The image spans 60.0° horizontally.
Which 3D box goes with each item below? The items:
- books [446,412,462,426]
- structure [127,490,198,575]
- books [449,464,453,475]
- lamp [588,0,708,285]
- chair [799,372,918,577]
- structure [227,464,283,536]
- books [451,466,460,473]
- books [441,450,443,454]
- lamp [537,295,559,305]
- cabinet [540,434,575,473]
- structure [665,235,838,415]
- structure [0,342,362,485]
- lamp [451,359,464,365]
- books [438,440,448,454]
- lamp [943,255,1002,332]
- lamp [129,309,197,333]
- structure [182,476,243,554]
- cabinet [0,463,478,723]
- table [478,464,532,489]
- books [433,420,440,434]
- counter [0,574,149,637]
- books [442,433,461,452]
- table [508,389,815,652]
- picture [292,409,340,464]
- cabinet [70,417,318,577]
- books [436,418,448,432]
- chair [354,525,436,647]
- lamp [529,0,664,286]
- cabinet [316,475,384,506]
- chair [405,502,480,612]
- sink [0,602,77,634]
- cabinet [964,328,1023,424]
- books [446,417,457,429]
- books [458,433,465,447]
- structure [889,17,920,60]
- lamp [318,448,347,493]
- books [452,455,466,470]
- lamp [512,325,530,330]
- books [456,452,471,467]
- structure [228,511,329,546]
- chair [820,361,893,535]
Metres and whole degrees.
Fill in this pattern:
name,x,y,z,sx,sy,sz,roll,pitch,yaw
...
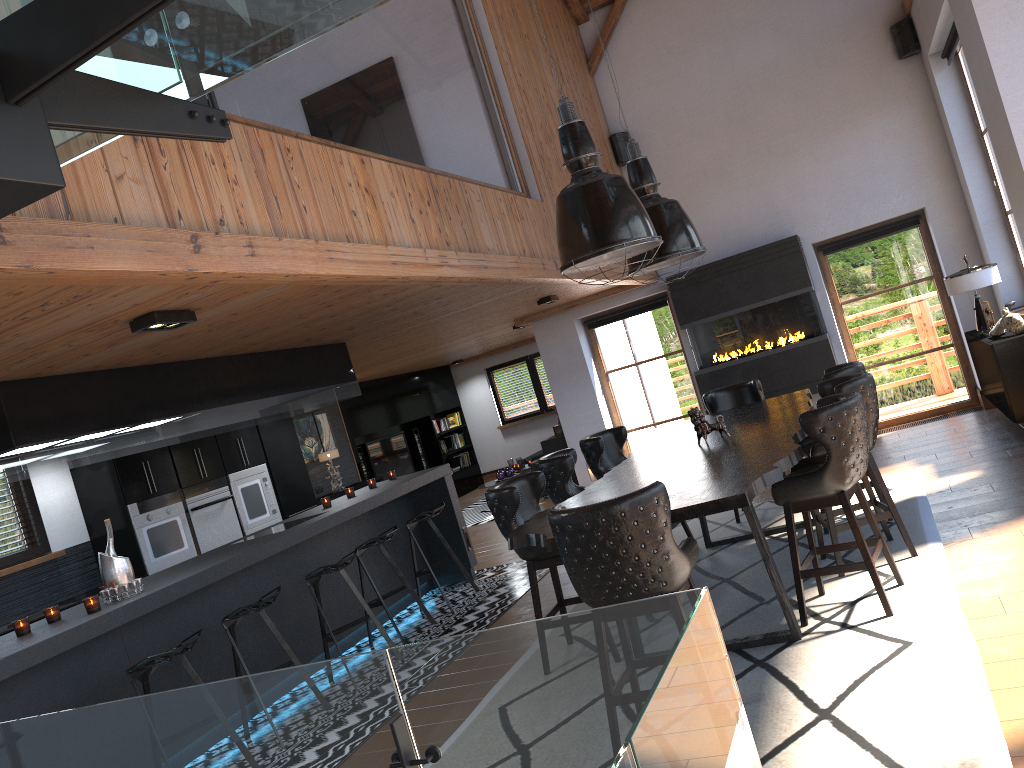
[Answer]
name,x,y,z,sx,sy,sz,roll,pitch,yaw
books,-1.098,0.687,16.865,0.210,0.261,0.212,-17,0,22
structure,-3.240,1.375,7.956,0.378,0.673,0.605,-17,0,22
books,-1.243,1.585,15.990,0.256,0.188,0.306,-17,0,28
lamp,0.528,-3.011,6.648,0.627,4.685,0.615,-16,-1,-23
chair,2.032,0.523,5.335,0.567,1.092,0.505,-17,-1,6
structure,-2.620,1.195,9.100,0.039,0.671,0.599,-17,0,22
books,-1.103,1.603,16.325,0.207,0.073,0.268,-17,0,25
books,-1.398,1.181,15.927,0.208,0.270,0.239,-17,0,21
lamp,0.362,-0.850,8.949,0.154,0.068,0.263,-17,0,22
cabinet,0.746,0.842,11.332,0.354,0.468,0.964,-17,0,22
structure,2.632,-0.592,9.654,1.431,1.649,0.437,-17,-1,21
structure,-2.245,0.130,6.090,0.704,0.476,3.280,-17,0,22
lamp,-1.012,-0.406,16.337,0.154,0.068,0.263,-17,0,22
books,-1.321,1.155,16.126,0.208,0.270,0.239,-17,0,21
lamp,4.341,-0.856,8.292,0.464,0.725,0.475,-17,-1,31
lamp,-1.576,-0.291,4.007,0.154,0.068,0.263,-17,0,22
structure,-2.840,1.258,8.511,0.089,0.673,0.599,-17,0,22
cabinet,-1.707,1.645,6.244,0.880,1.104,4.845,-17,0,22
table,0.095,1.507,13.327,0.888,0.371,1.538,-17,0,23
books,-1.469,0.790,15.911,0.206,0.270,0.242,-17,0,22
counter,-3.816,1.851,6.489,0.526,0.040,2.591,-17,0,22
books,-1.152,1.094,16.530,0.220,0.296,0.348,-17,0,22
table,1.284,0.844,5.513,1.416,0.950,3.831,-17,0,22
picture,-2.495,0.660,11.075,0.010,0.594,0.934,-17,0,22
cabinet,-3.643,1.563,7.095,0.538,2.380,6.489,-17,0,22
books,-1.344,0.775,16.373,0.180,0.232,0.287,-17,0,25
chair,-1.006,1.573,6.812,0.465,0.839,0.543,-17,-1,19
lamp,-0.056,-2.842,5.160,0.627,4.685,0.615,-16,-1,-23
cabinet,-2.026,1.817,10.871,0.425,1.010,1.640,-17,0,22
chair,-0.697,1.483,7.526,0.465,0.839,0.544,-17,-1,23
sink,-3.820,1.694,6.563,0.458,0.420,0.971,-17,0,22
cabinet,4.375,-0.148,7.772,0.398,0.655,1.884,-17,0,22
books,-1.206,0.749,16.629,0.258,0.197,0.299,-17,0,24
books,-1.036,1.093,16.838,0.187,0.238,0.292,-17,0,21
structure,3.983,-3.498,8.985,0.211,0.349,0.215,-17,-1,22
lamp,-2.211,1.079,10.969,0.245,0.516,0.250,-17,-1,25
books,-1.008,1.481,16.663,0.205,0.256,0.247,-17,0,21
lamp,0.121,-0.766,11.570,0.154,0.068,0.263,-17,0,22
books,-0.932,1.456,16.859,0.210,0.261,0.254,-17,0,22
structure,-1.740,1.089,6.662,0.499,0.017,0.616,-17,0,22
chair,2.341,0.435,6.253,0.563,1.092,0.508,-17,-1,21
